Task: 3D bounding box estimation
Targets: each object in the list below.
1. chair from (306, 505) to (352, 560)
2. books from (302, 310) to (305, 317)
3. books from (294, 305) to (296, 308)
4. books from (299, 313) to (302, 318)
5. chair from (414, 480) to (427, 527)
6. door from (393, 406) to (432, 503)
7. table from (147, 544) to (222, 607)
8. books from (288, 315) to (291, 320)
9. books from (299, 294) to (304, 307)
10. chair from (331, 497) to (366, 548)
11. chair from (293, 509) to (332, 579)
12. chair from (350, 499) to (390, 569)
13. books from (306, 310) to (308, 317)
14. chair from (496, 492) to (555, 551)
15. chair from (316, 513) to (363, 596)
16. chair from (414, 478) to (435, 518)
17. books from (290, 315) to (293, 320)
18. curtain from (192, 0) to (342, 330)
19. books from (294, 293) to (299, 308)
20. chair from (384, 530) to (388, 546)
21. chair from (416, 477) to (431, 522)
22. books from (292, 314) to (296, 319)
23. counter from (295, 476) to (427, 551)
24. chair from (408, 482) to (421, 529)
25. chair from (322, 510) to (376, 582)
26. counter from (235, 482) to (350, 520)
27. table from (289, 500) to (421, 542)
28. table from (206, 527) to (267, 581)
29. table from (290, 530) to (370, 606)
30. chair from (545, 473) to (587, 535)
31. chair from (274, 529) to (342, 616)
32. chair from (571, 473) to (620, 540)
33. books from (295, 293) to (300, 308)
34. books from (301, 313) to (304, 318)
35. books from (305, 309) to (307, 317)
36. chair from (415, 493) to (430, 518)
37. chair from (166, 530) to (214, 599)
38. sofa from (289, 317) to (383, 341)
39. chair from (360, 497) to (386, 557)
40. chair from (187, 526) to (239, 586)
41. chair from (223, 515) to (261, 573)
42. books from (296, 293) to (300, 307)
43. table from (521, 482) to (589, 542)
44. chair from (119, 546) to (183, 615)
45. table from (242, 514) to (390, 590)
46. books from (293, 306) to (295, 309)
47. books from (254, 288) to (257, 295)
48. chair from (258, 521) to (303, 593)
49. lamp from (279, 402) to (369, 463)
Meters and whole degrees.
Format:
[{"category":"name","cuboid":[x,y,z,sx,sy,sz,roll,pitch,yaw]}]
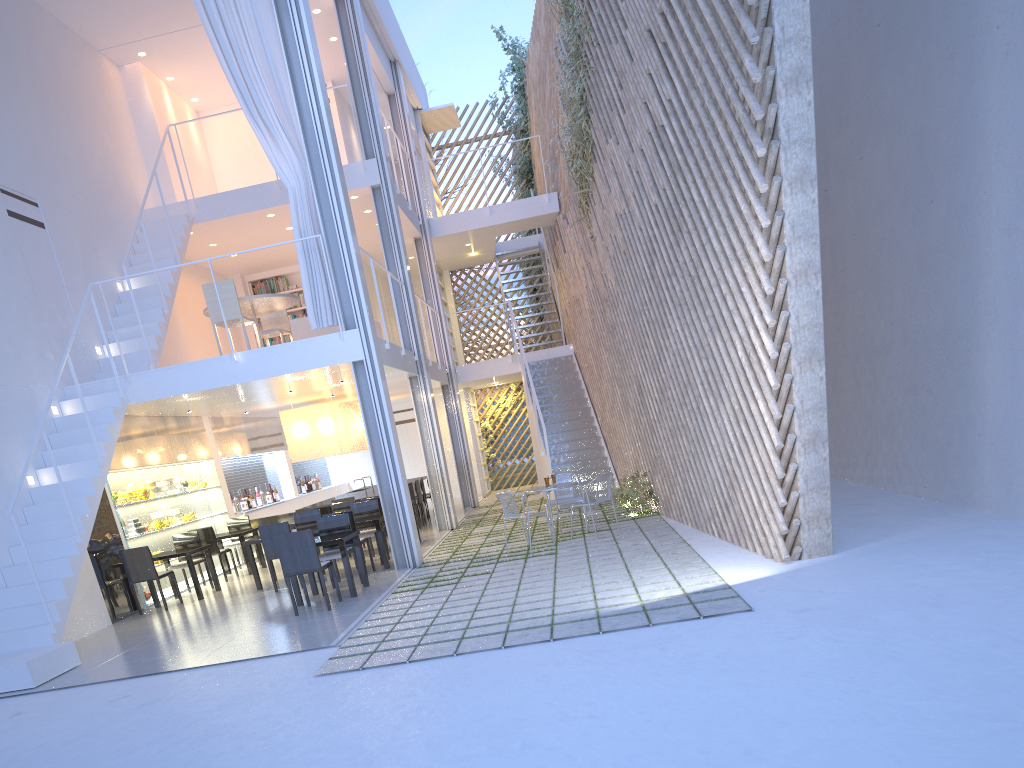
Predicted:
[{"category":"chair","cuboid":[-1.359,1.117,6.120,0.193,0.468,0.217,-8,13,4]},{"category":"books","cuboid":[-2.079,-0.663,8.298,0.015,0.163,0.080,-8,13,3]},{"category":"books","cuboid":[-2.399,-0.032,6.925,0.031,1.765,3.314,-5,3,12]},{"category":"books","cuboid":[-2.110,-0.643,8.304,0.021,0.132,0.085,-8,11,3]},{"category":"chair","cuboid":[-0.956,1.125,7.632,0.241,0.469,0.173,-9,14,3]},{"category":"door","cuboid":[-2.075,0.936,7.954,0.485,1.246,5.166,-5,0,16]},{"category":"table","cuboid":[-2.230,1.294,5.559,0.362,0.354,0.327,-9,8,5]},{"category":"books","cuboid":[-2.226,-0.624,8.315,0.015,0.137,0.087,-8,11,3]},{"category":"books","cuboid":[-2.340,-0.061,6.889,0.035,1.736,3.367,-5,2,13]},{"category":"chair","cuboid":[-1.331,1.136,6.563,0.193,0.468,0.217,-8,13,4]},{"category":"chair","cuboid":[-1.389,1.097,5.634,0.193,0.468,0.217,-8,13,4]},{"category":"chair","cuboid":[-0.986,1.021,5.588,0.193,0.468,0.217,-8,13,4]},{"category":"books","cuboid":[-2.044,-0.664,8.300,0.015,0.152,0.072,-8,13,3]},{"category":"chair","cuboid":[0.064,0.827,5.044,0.233,0.406,0.258,-20,15,-40]},{"category":"chair","cuboid":[-1.013,0.980,4.722,0.193,0.468,0.217,-8,13,4]},{"category":"chair","cuboid":[-0.908,1.151,8.269,0.241,0.469,0.173,-9,14,2]},{"category":"books","cuboid":[-2.208,-0.627,8.313,0.007,0.137,0.088,-8,11,3]},{"category":"curtain","cuboid":[-1.416,-1.529,4.478,0.518,2.587,0.088,-8,17,3]},{"category":"books","cuboid":[-2.370,-0.050,6.921,0.023,1.790,3.306,-5,3,12]},{"category":"chair","cuboid":[-0.927,1.060,6.517,0.193,0.468,0.217,-8,13,4]},{"category":"chair","cuboid":[-0.946,1.141,7.952,0.241,0.469,0.174,-9,14,0]},{"category":"books","cuboid":[-2.193,-0.630,8.323,0.021,0.140,0.064,-8,13,3]},{"category":"counter","cuboid":[-1.337,1.246,8.197,0.820,0.395,2.380,-10,-2,3]},{"category":"chair","cuboid":[-0.980,1.112,7.313,0.242,0.469,0.173,-8,14,6]},{"category":"chair","cuboid":[-1.014,1.002,5.146,0.193,0.468,0.217,-8,13,4]},{"category":"counter","cuboid":[-2.275,1.431,8.899,0.234,0.456,3.436,-9,-3,3]},{"category":"table","cuboid":[-1.193,1.147,6.329,0.923,0.354,0.327,-10,8,6]},{"category":"table","cuboid":[-2.174,1.331,6.440,0.362,0.354,0.327,-9,8,5]},{"category":"table","cuboid":[-1.027,1.023,4.581,0.362,0.354,0.327,-9,8,5]},{"category":"chair","cuboid":[0.357,0.802,5.571,0.264,0.406,0.227,-9,12,5]},{"category":"chair","cuboid":[-1.043,0.959,4.248,0.193,0.468,0.217,-8,13,4]},{"category":"chair","cuboid":[0.514,0.746,5.072,0.247,0.406,0.244,2,16,44]},{"category":"books","cuboid":[-2.378,-0.046,6.922,0.024,1.786,3.312,-5,3,13]},{"category":"books","cuboid":[-2.092,-0.647,8.303,0.015,0.135,0.082,-8,11,3]},{"category":"books","cuboid":[-2.058,-0.667,8.298,0.011,0.164,0.075,-8,13,3]},{"category":"chair","cuboid":[-0.885,1.163,8.587,0.242,0.469,0.173,-8,14,7]},{"category":"chair","cuboid":[-2.274,1.264,5.748,0.193,0.468,0.217,-8,13,4]},{"category":"sofa","cuboid":[-1.365,-0.313,6.624,0.503,0.389,0.929,-10,0,4]},{"category":"chair","cuboid":[-0.955,1.042,6.074,0.193,0.468,0.217,-8,13,4]},{"category":"chair","cuboid":[-2.246,1.283,6.202,0.193,0.468,0.217,-8,13,4]},{"category":"chair","cuboid":[-2.216,1.303,6.677,0.193,0.468,0.217,-8,13,4]},{"category":"books","cuboid":[-2.367,-0.051,6.920,0.023,1.791,3.310,-5,3,13]},{"category":"table","cuboid":[0.273,0.823,5.290,0.332,0.356,0.342,-15,9,-33]},{"category":"chair","cuboid":[-2.304,1.243,5.273,0.193,0.468,0.217,-8,13,4]},{"category":"table","cuboid":[-1.248,1.110,5.448,0.923,0.354,0.327,-10,8,6]},{"category":"books","cuboid":[-2.402,-0.050,6.879,0.125,1.735,3.389,-5,2,12]},{"category":"books","cuboid":[-2.563,-0.910,8.260,0.021,0.106,0.058,-8,12,4]},{"category":"chair","cuboid":[-1.417,1.078,5.192,0.193,0.468,0.217,-8,13,4]},{"category":"lamp","cuboid":[-1.623,0.455,7.962,0.450,0.445,2.179,-9,-2,3]}]
